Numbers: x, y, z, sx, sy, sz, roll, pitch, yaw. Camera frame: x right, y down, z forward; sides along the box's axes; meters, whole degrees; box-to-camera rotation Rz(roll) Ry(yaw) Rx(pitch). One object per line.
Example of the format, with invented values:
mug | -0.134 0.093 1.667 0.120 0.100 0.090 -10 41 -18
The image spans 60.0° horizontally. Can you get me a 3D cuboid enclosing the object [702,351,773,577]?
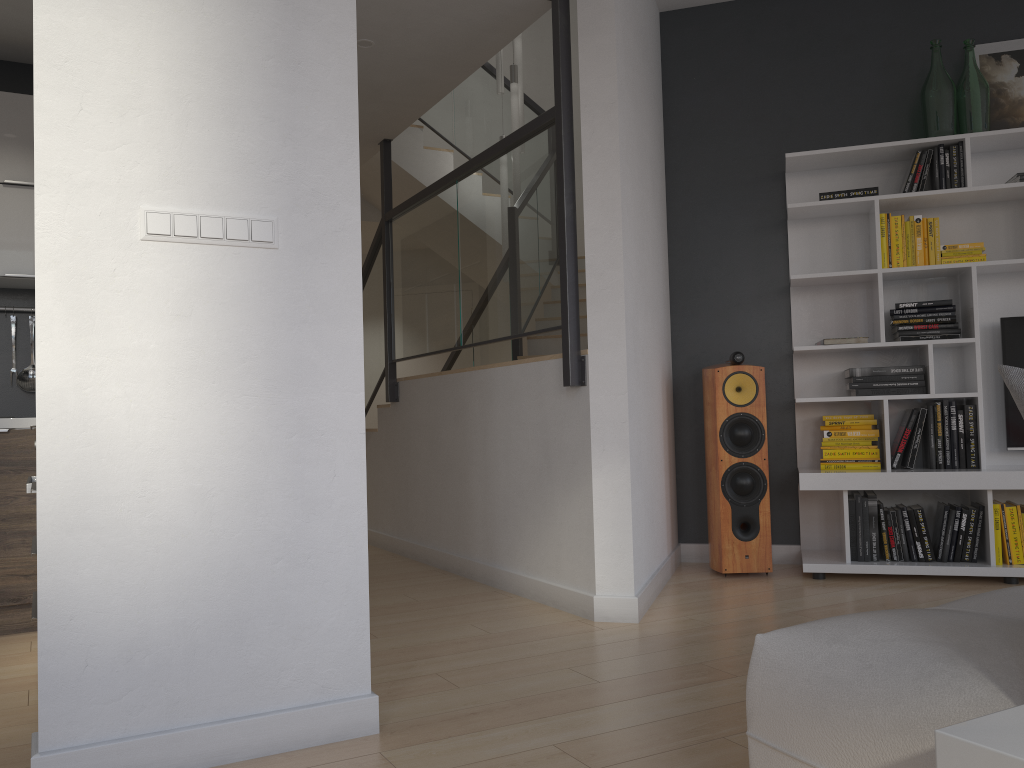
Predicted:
object | 1.116 0.391 4.463 0.290 1.088 0.434 -2 -2 2

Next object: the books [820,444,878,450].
books | 1.665 0.311 4.387 0.263 0.015 0.198 -2 -2 20

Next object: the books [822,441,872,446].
books | 1.649 0.292 4.370 0.228 0.024 0.152 -3 -2 21

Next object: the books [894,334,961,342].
books | 1.988 -0.214 4.256 0.263 0.026 0.189 -2 -2 15

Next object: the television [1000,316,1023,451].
television | 2.854 0.016 4.039 1.102 0.704 0.207 -2 -2 17

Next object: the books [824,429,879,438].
books | 1.674 0.244 4.381 0.250 0.035 0.185 -2 -2 20

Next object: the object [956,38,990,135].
object | 2.215 -1.411 4.274 0.157 0.507 0.157 -3 -3 30

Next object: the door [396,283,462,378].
door | -0.753 0.097 8.702 0.974 2.136 0.085 -2 -2 17

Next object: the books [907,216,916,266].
books | 1.934 -0.673 4.306 0.019 0.251 0.180 -2 -2 17

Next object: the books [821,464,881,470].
books | 1.663 0.401 4.355 0.270 0.029 0.204 -3 -2 22

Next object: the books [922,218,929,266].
books | 1.988 -0.669 4.289 0.023 0.239 0.169 -2 -2 17

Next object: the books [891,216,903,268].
books | 1.867 -0.672 4.327 0.044 0.255 0.198 -2 -2 17

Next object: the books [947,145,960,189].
books | 2.109 -1.013 4.251 0.038 0.218 0.169 -2 -2 17

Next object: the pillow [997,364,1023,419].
pillow | 1.898 0.113 0.442 0.647 0.453 2.953 0 -3 -40

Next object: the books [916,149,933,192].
books | 1.987 -1.006 4.285 0.074 0.212 0.154 -2 -2 16

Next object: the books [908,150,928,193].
books | 1.963 -1.004 4.305 0.087 0.214 0.171 -2 -2 17

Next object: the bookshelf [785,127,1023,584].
bookshelf | 2.824 -0.161 3.939 3.000 2.052 0.455 -2 -2 17

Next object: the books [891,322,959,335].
books | 1.986 -0.266 4.279 0.266 0.030 0.209 -2 -2 15

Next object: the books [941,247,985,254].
books | 2.138 -0.625 4.227 0.187 0.014 0.134 -2 -2 17

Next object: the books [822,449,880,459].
books | 1.664 0.340 4.371 0.255 0.044 0.198 -2 -2 17

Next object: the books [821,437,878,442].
books | 1.665 0.271 4.385 0.251 0.019 0.180 -2 -2 17

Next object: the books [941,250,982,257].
books | 2.128 -0.610 4.213 0.169 0.018 0.113 -2 -2 18

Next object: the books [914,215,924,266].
books | 1.959 -0.674 4.296 0.035 0.250 0.185 -2 -2 17

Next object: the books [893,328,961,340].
books | 1.988 -0.239 4.258 0.270 0.025 0.189 -2 -2 16

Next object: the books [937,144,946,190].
books | 2.058 -1.017 4.270 0.025 0.232 0.176 -2 -2 17

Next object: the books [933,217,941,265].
books | 2.036 -0.669 4.274 0.024 0.234 0.172 -2 -2 17

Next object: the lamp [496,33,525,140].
lamp | -0.130 -4.131 6.840 0.359 6.725 0.359 0 -3 -36

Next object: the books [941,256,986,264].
books | 2.138 -0.573 4.225 0.190 0.033 0.147 -2 -2 17

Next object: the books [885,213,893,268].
books | 1.832 -0.678 4.333 0.025 0.270 0.213 -2 -2 17

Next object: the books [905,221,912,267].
books | 1.909 -0.660 4.294 0.024 0.229 0.156 -2 -2 17

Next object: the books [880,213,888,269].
books | 1.804 -0.677 4.332 0.029 0.270 0.204 -2 -2 17

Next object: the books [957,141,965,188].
books | 2.133 -1.021 4.236 0.019 0.230 0.174 -2 -2 17

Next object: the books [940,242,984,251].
books | 2.138 -0.645 4.241 0.186 0.026 0.138 -2 -2 17

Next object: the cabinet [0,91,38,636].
cabinet | -3.159 -0.284 2.199 4.694 2.501 2.402 0 -3 -28

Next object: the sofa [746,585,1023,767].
sofa | 2.339 0.383 0.655 2.614 0.732 3.424 0 -3 -28

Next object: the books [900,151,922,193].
books | 1.931 -1.004 4.309 0.096 0.213 0.166 -2 -2 15

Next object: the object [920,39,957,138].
object | 2.050 -1.407 4.265 0.157 0.507 0.157 -3 -3 30

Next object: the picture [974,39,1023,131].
picture | 2.865 -1.529 4.186 1.279 0.707 0.076 -2 -2 17

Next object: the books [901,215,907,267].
books | 1.897 -0.675 4.320 0.015 0.263 0.199 -2 -2 17

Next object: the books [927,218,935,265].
books | 2.010 -0.668 4.279 0.024 0.234 0.172 -2 -2 17

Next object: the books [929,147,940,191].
books | 2.033 -1.010 4.272 0.021 0.221 0.156 -2 -2 17

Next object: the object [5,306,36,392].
object | -2.133 -0.157 4.055 0.320 0.389 0.069 0 -3 -27

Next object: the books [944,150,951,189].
books | 2.081 -1.004 4.258 0.021 0.200 0.147 -2 -2 17

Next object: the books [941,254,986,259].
books | 2.140 -0.596 4.230 0.196 0.011 0.148 -2 -2 17
